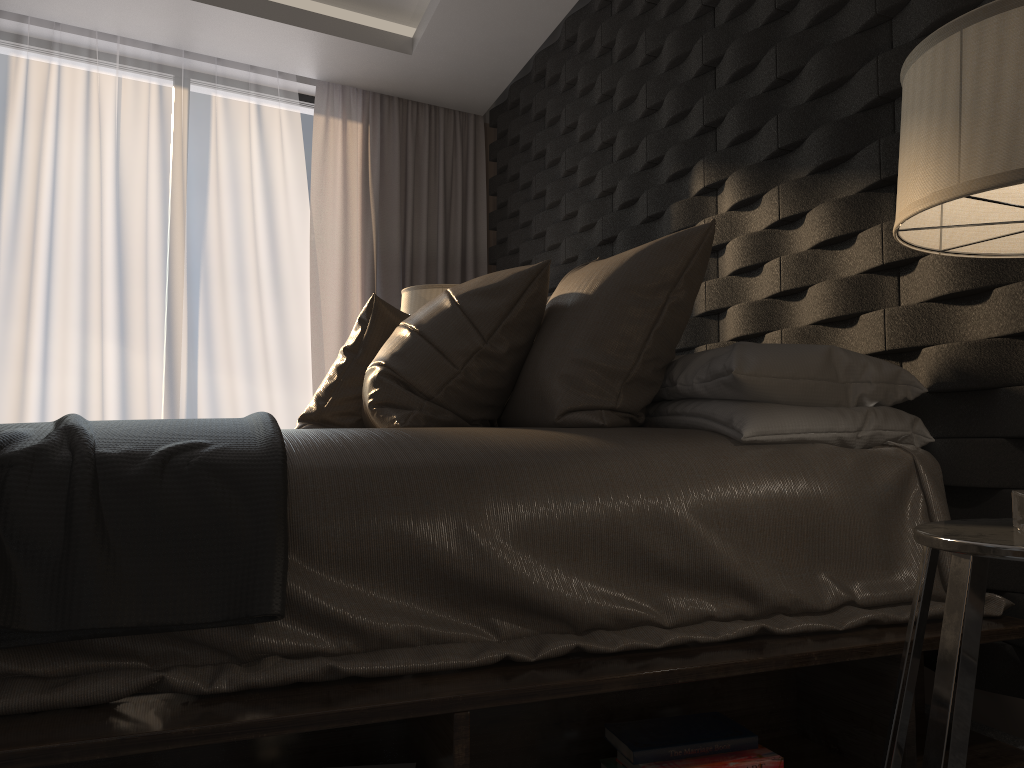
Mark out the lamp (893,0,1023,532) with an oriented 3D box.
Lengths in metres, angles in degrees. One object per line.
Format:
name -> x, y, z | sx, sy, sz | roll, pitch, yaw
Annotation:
lamp -> 0.741, -0.124, 1.141 | 0.444, 0.631, 0.487 | -2, -5, 31

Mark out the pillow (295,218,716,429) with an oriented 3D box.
pillow -> -0.106, -0.121, 2.374 | 0.933, 0.519, 1.211 | 1, -4, -19

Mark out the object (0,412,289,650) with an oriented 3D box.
object -> -0.906, 0.234, 1.965 | 0.643, 0.322, 1.971 | 1, -4, -19

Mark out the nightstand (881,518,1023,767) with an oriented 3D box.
nightstand -> 0.752, 0.426, 1.114 | 0.603, 0.473, 0.638 | -1, -4, 18

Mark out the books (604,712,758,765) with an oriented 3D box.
books -> 0.281, 0.592, 1.478 | 0.228, 0.023, 0.142 | 1, -4, -17

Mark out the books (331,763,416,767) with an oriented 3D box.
books -> -0.239, 0.552, 1.181 | 0.208, 0.020, 0.153 | 0, -4, -6

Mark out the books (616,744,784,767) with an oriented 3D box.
books -> 0.303, 0.611, 1.434 | 0.233, 0.021, 0.152 | 1, -4, -21

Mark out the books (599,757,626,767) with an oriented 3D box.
books -> 0.290, 0.635, 1.421 | 0.255, 0.028, 0.186 | 1, -4, -21

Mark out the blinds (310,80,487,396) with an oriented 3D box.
blinds -> -0.550, -0.414, 4.717 | 1.051, 2.642, 0.323 | 3, -5, -31

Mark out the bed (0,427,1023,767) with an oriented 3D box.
bed -> -0.471, 0.423, 2.136 | 2.384, 0.625, 2.201 | 1, -4, -21

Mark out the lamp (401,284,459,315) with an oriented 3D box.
lamp -> -0.256, -0.078, 3.770 | 0.457, 0.631, 0.474 | -1, -4, 12
